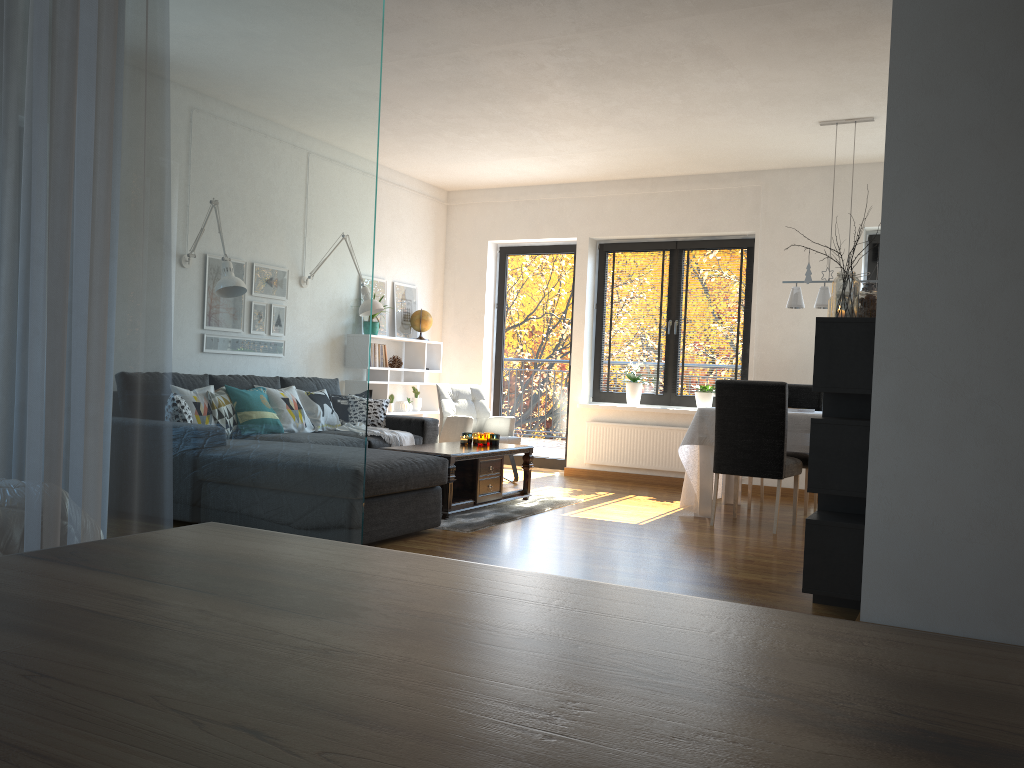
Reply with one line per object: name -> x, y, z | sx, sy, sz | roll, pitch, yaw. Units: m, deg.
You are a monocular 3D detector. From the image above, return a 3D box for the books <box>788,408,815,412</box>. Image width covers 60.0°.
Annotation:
books -> 1.962, 0.181, 6.253 | 0.204, 0.022, 0.278 | 2, 0, -36

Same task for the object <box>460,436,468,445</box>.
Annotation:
object -> -0.340, 0.400, 6.296 | 0.060, 0.061, 0.060 | 3, 1, 32

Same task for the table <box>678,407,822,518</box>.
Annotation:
table -> 2.201, 0.583, 6.210 | 1.856, 0.763, 1.235 | 3, 1, 28

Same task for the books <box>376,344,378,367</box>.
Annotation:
books -> -1.241, -0.252, 7.817 | 0.135, 0.208, 0.048 | 3, 1, 27

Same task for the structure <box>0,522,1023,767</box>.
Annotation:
structure -> 1.002, -0.955, 1.002 | 2.684, 4.132, 4.582 | 3, 1, 27

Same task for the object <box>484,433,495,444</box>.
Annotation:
object -> -0.169, 0.397, 6.454 | 0.079, 0.081, 0.079 | 3, 1, 22

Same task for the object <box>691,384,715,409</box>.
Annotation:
object -> 1.724, 0.119, 7.912 | 0.267, 0.237, 0.283 | 3, 1, 9

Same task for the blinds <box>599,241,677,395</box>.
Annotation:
blinds -> 1.171, -0.620, 8.337 | 0.710, 1.423, 0.049 | 3, 1, 27

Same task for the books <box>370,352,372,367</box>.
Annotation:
books -> -1.284, -0.252, 7.734 | 0.136, 0.210, 0.033 | 3, 1, 28

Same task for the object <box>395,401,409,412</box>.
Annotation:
object -> -1.024, 0.209, 8.243 | 0.134, 0.097, 0.132 | 3, 1, -3

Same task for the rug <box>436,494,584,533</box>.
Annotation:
rug -> -0.320, 0.843, 6.177 | 1.051, 0.034, 1.813 | 3, 0, 27

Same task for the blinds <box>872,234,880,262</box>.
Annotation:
blinds -> 3.318, -1.115, 7.229 | 0.710, 0.230, 0.049 | 3, 1, 27

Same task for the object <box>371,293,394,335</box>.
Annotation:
object -> -1.234, -0.612, 7.826 | 0.387, 0.372, 0.424 | 3, 1, 14

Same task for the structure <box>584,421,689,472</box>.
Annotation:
structure -> 1.338, 0.610, 8.007 | 1.456, 0.460, 0.078 | 3, 1, 26

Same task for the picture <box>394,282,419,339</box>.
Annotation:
picture -> -1.012, -0.688, 8.477 | 0.059, 0.532, 0.390 | 3, 1, 27

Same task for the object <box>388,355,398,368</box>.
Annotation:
object -> -1.096, -0.205, 8.138 | 0.102, 0.127, 0.094 | 2, 1, -17

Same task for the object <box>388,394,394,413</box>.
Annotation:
object -> -1.106, 0.170, 7.979 | 0.087, 0.173, 0.088 | 3, 1, 43

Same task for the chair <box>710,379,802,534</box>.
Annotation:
chair -> 1.639, 0.461, 5.905 | 0.461, 0.960, 0.545 | 3, 1, 32

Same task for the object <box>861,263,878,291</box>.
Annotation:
object -> 1.760, -0.437, 4.323 | 0.163, 0.383, 0.154 | 4, 1, 44

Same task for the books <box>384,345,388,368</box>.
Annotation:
books -> -1.174, -0.250, 7.941 | 0.132, 0.204, 0.070 | 3, 1, 28

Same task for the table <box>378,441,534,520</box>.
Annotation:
table -> -0.363, 0.636, 6.102 | 0.570, 0.409, 1.179 | 3, 1, 27

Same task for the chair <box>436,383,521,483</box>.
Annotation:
chair -> -0.328, 0.426, 7.759 | 0.545, 0.832, 0.684 | 2, 1, -38

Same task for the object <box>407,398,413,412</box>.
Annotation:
object -> -0.974, 0.191, 8.372 | 0.072, 0.137, 0.072 | 3, 1, 8

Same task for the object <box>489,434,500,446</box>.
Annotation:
object -> -0.125, 0.399, 6.359 | 0.079, 0.081, 0.079 | 3, 1, 22

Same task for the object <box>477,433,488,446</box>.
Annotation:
object -> -0.209, 0.396, 6.311 | 0.079, 0.081, 0.079 | 3, 1, 22

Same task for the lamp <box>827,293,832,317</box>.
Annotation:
lamp -> 1.389, -0.322, 3.749 | 0.098, 0.131, 0.106 | 3, 1, 40

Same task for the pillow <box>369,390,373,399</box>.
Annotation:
pillow -> -1.309, 0.217, 7.016 | 0.449, 0.358, 0.234 | 2, 1, -37

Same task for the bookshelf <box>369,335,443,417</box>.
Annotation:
bookshelf -> -1.080, 0.179, 8.191 | 0.237, 1.201, 1.190 | 3, 1, 27

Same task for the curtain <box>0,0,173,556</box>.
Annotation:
curtain -> -1.223, -0.588, 1.301 | 0.154, 2.734, 1.808 | 3, 1, 29

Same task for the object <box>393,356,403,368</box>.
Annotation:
object -> -1.056, -0.203, 8.208 | 0.096, 0.125, 0.101 | 3, 1, 42

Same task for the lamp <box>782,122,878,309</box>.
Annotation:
lamp -> 2.293, -1.169, 6.161 | 0.759, 1.285, 0.131 | 3, 1, 27

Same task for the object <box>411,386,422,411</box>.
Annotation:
object -> -0.912, 0.144, 8.471 | 0.098, 0.236, 0.097 | 3, 1, 15

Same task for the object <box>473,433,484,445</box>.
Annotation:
object -> -0.246, 0.394, 6.392 | 0.079, 0.081, 0.079 | 3, 1, 22

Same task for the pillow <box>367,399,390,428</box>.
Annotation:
pillow -> -1.125, 0.241, 6.983 | 0.358, 0.312, 0.169 | 2, 1, -22

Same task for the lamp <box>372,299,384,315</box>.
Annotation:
lamp -> -1.347, -0.883, 7.155 | 0.698, 0.670, 0.200 | 3, 1, 18

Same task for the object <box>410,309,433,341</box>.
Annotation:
object -> -0.872, -0.567, 8.520 | 0.215, 0.305, 0.217 | 3, 1, 44

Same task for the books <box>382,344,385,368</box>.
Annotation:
books -> -1.192, -0.251, 7.915 | 0.128, 0.211, 0.061 | 3, 1, 28

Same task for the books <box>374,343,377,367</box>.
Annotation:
books -> -1.250, -0.253, 7.789 | 0.133, 0.210, 0.044 | 3, 1, 28

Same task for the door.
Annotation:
door -> 0.238, -0.277, 8.861 | 0.976, 2.275, 0.119 | 3, 1, 27

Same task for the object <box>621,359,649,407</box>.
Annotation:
object -> 1.127, -0.012, 8.161 | 0.286, 0.444, 0.340 | 3, 1, 16

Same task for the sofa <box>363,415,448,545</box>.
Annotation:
sofa -> -1.137, 0.394, 5.926 | 2.162, 0.848, 2.509 | 3, 0, 27

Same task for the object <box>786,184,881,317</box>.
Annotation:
object -> 1.324, -0.520, 3.637 | 0.426, 0.522, 0.298 | 3, 1, 24

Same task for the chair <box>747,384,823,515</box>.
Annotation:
chair -> 2.091, 0.476, 6.780 | 0.461, 0.960, 0.545 | 3, 1, 27

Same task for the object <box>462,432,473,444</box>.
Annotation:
object -> -0.321, 0.390, 6.370 | 0.079, 0.081, 0.079 | 3, 1, 22

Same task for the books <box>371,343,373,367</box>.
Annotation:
books -> -1.275, -0.254, 7.747 | 0.129, 0.209, 0.035 | 3, 1, 27

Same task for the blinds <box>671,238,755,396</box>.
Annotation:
blinds -> 1.812, -0.589, 8.006 | 0.710, 1.423, 0.049 | 3, 1, 27

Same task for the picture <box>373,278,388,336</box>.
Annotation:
picture -> -1.246, -0.695, 8.025 | 0.059, 0.532, 0.390 | 3, 1, 27

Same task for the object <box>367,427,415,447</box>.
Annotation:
object -> -1.078, 0.405, 6.593 | 0.605, 0.212, 0.488 | 3, 1, 23

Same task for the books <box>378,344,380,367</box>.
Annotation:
books -> -1.228, -0.252, 7.842 | 0.133, 0.209, 0.044 | 3, 1, 27

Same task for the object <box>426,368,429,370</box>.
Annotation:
object -> -0.847, -0.252, 8.647 | 0.066, 0.230, 0.075 | 3, 1, 7

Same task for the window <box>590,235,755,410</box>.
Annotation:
window -> 7.363, 1.828, 18.407 | 21.835, 18.376, 12.965 | 2, 1, -33

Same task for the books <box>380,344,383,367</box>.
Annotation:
books -> -1.209, -0.251, 7.882 | 0.133, 0.208, 0.044 | 3, 1, 28

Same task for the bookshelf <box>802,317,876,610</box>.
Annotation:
bookshelf -> 1.553, 0.349, 3.992 | 0.237, 1.201, 1.190 | 3, 1, 27

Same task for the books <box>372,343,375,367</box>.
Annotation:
books -> -1.266, -0.252, 7.768 | 0.136, 0.209, 0.044 | 3, 1, 27

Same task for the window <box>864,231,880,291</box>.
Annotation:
window -> 3.627, -0.461, 7.111 | 1.561, 1.588, 0.119 | 3, 1, 27
